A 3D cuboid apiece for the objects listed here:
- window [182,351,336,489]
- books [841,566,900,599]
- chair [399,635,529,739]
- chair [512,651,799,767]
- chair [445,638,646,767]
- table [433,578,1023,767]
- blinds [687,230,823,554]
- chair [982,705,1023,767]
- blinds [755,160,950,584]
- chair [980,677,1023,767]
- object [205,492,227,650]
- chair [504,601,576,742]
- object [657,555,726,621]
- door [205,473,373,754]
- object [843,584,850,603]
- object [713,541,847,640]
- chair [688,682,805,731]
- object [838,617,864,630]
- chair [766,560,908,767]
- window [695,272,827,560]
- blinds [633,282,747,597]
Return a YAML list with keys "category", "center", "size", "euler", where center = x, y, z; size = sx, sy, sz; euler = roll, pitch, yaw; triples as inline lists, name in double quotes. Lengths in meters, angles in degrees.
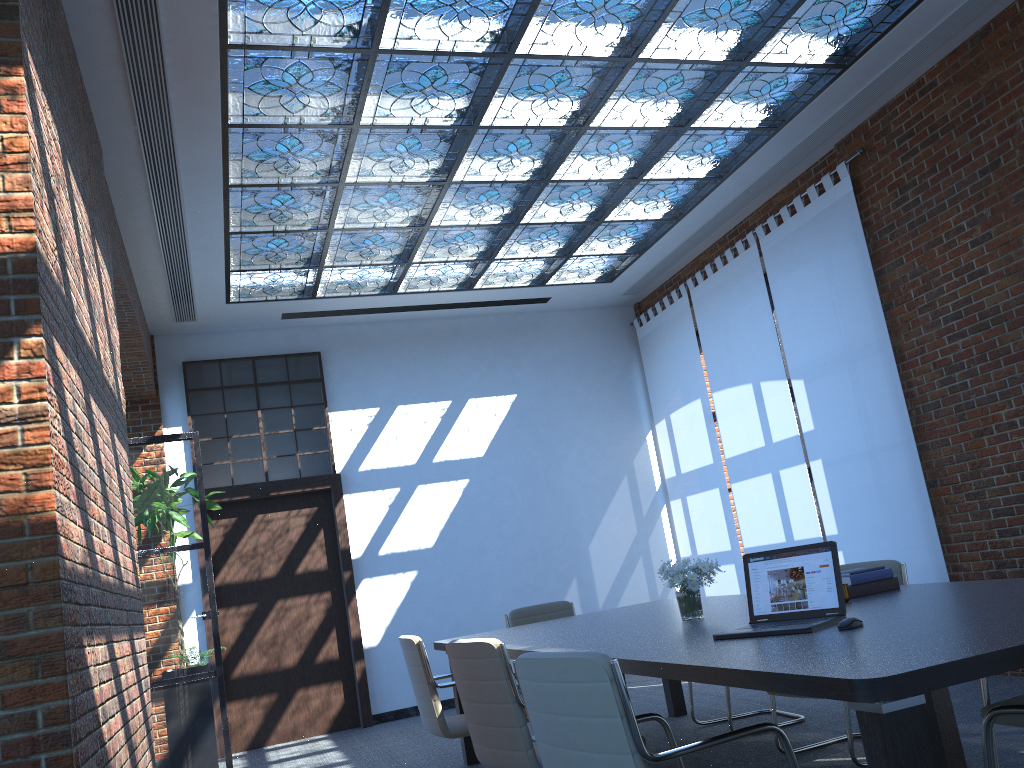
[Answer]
- category: "window"
  center: [-2.478, 0.357, 8.719]
  size: [1.327, 1.283, 0.060]
  euler: [-6, -11, -19]
- category: "books"
  center: [1.601, 0.929, 4.143]
  size: [0.294, 0.114, 0.257]
  euler: [-5, -13, -20]
- category: "chair"
  center: [-0.235, 1.876, 5.162]
  size: [0.705, 0.916, 0.565]
  euler: [-6, -11, -19]
- category: "chair"
  center: [0.470, 1.197, 2.602]
  size: [0.705, 0.916, 0.564]
  euler: [-3, -12, -30]
- category: "chair"
  center: [0.166, 1.529, 3.886]
  size: [0.705, 0.916, 0.564]
  euler: [-3, -12, -30]
- category: "table"
  center: [1.022, 1.516, 4.206]
  size: [1.807, 0.804, 4.542]
  euler: [-5, -13, -19]
- category: "blinds"
  center: [2.258, 0.605, 8.065]
  size: [0.039, 3.731, 1.229]
  euler: [-6, -11, -19]
- category: "chair"
  center: [1.569, 0.922, 2.183]
  size: [0.559, 0.916, 0.712]
  euler: [-3, -12, -30]
- category: "blinds"
  center: [2.629, 0.285, 6.886]
  size: [0.039, 3.731, 1.229]
  euler: [-6, -11, -19]
- category: "chair"
  center: [2.132, 1.063, 3.252]
  size: [0.705, 0.916, 0.565]
  euler: [-5, -12, -24]
- category: "object"
  center: [-2.609, 1.841, 6.873]
  size: [0.944, 2.474, 1.335]
  euler: [-6, -11, -19]
- category: "chair"
  center: [0.367, 2.024, 6.296]
  size: [0.559, 0.916, 0.712]
  euler: [-6, -11, -19]
- category: "object"
  center: [0.874, 1.000, 4.371]
  size: [0.329, 0.307, 0.339]
  euler: [-8, -11, -8]
- category: "door"
  center: [-2.194, 2.145, 8.453]
  size: [1.398, 2.418, 0.202]
  euler: [-6, -11, -19]
- category: "object"
  center: [1.422, 0.886, 3.873]
  size: [0.091, 0.141, 0.092]
  euler: [0, -14, -41]
- category: "object"
  center: [0.950, 0.748, 3.209]
  size: [0.323, 0.281, 0.393]
  euler: [2, -16, -45]
- category: "chair"
  center: [1.467, 1.710, 5.699]
  size: [0.705, 0.916, 0.564]
  euler: [-7, -11, -15]
- category: "object"
  center: [1.101, 0.781, 2.892]
  size: [0.101, 0.034, 0.059]
  euler: [0, -15, -38]
- category: "chair"
  center: [1.707, 1.430, 4.603]
  size: [0.705, 0.916, 0.565]
  euler: [-4, -12, -25]
- category: "window"
  center: [3.651, -0.079, 5.497]
  size: [0.160, 3.582, 9.704]
  euler: [-6, -12, -19]
- category: "blinds"
  center: [1.884, 0.928, 9.255]
  size: [0.039, 3.731, 1.229]
  euler: [-6, -11, -19]
